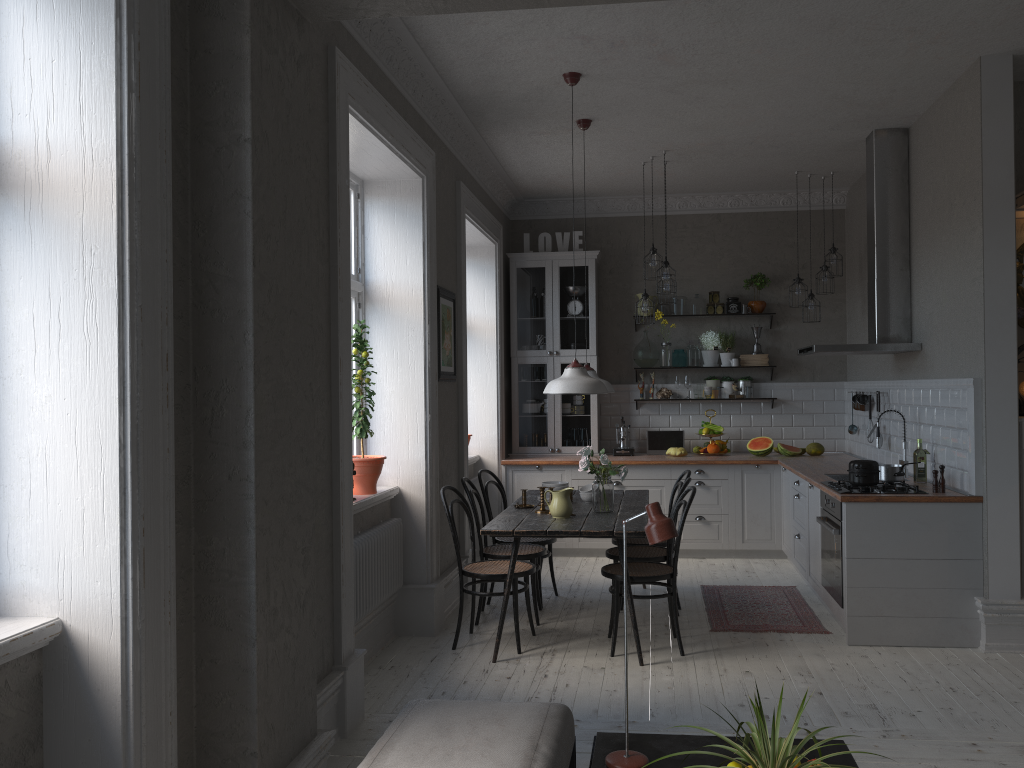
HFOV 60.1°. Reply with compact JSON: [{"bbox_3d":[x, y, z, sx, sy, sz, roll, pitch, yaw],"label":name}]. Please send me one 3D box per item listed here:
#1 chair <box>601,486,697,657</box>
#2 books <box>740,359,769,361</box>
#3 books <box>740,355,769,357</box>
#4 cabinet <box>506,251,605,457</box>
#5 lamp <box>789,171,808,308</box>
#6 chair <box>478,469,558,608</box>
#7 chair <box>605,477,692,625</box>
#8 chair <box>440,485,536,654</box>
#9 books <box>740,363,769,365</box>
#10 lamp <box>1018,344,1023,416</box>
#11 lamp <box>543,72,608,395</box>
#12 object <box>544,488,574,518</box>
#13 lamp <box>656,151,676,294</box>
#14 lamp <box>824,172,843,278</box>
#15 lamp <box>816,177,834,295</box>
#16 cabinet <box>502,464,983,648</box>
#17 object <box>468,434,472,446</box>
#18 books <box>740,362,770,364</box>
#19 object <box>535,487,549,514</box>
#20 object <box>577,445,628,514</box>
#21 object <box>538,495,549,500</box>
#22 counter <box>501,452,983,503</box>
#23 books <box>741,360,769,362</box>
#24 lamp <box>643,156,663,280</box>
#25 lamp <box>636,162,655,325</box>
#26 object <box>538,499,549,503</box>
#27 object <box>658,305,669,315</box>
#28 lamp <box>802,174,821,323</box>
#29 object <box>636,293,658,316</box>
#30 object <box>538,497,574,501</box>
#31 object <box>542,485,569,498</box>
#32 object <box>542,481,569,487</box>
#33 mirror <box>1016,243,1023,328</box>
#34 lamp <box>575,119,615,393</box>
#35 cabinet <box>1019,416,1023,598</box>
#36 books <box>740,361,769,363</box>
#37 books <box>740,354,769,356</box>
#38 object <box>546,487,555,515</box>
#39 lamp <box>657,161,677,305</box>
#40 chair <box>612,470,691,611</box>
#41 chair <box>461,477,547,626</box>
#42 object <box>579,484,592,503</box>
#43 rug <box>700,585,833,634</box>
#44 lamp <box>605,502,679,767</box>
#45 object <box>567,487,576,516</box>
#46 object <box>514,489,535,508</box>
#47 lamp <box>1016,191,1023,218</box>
[{"bbox_3d":[0.784,1.049,5.074,0.547,0.920,0.439,-1,0,5],"label":"chair"},{"bbox_3d":[2.279,-0.227,8.325,0.259,0.011,0.159,-1,0,10],"label":"books"},{"bbox_3d":[2.279,-0.259,8.326,0.258,0.016,0.159,-1,0,16],"label":"books"},{"bbox_3d":[0.419,-0.263,8.397,0.875,1.921,0.390,-1,0,7],"label":"cabinet"},{"bbox_3d":[2.418,-1.521,7.509,0.143,1.735,0.150,-1,0,40],"label":"lamp"},{"bbox_3d":[0.044,1.064,6.231,0.542,0.920,0.444,-1,0,20],"label":"chair"},{"bbox_3d":[0.865,1.051,5.606,0.543,0.920,0.442,-1,0,15],"label":"chair"},{"bbox_3d":[-0.134,1.061,5.197,0.543,0.920,0.442,-1,0,15],"label":"chair"},{"bbox_3d":[2.280,-0.183,8.325,0.258,0.011,0.159,-1,0,13],"label":"books"},{"bbox_3d":[3.081,0.023,5.160,0.445,0.558,0.173,-1,0,15],"label":"lamp"},{"bbox_3d":[0.359,-0.868,5.137,0.387,1.858,0.371,0,0,-45],"label":"lamp"},{"bbox_3d":[0.283,0.698,5.203,0.152,0.170,0.133,0,0,-31],"label":"object"},{"bbox_3d":[1.175,-1.563,6.811,0.150,1.735,0.144,0,0,-35],"label":"lamp"},{"bbox_3d":[2.729,-1.782,7.544,0.149,1.735,0.144,-1,0,-20],"label":"lamp"},{"bbox_3d":[2.716,-1.653,7.717,0.150,1.735,0.143,0,0,-40],"label":"lamp"},{"bbox_3d":[1.814,1.075,6.902,2.029,0.854,4.109,0,0,-36],"label":"cabinet"},{"bbox_3d":[-0.467,0.221,7.476,0.255,0.813,0.265,-1,0,35],"label":"object"},{"bbox_3d":[2.279,-0.194,8.325,0.257,0.016,0.160,-1,0,20],"label":"books"},{"bbox_3d":[0.186,0.700,5.407,0.097,0.172,0.095,-1,0,-11],"label":"object"},{"bbox_3d":[0.551,0.573,5.379,0.310,0.414,0.252,-1,0,6],"label":"object"},{"bbox_3d":[0.289,0.756,5.868,0.233,0.027,0.242,-1,0,31],"label":"object"},{"bbox_3d":[1.340,0.670,6.810,3.145,0.039,3.408,-1,0,8],"label":"counter"},{"bbox_3d":[2.279,-0.215,8.325,0.258,0.011,0.159,-1,0,13],"label":"books"},{"bbox_3d":[1.104,-1.692,6.981,0.147,1.735,0.146,-1,0,-5],"label":"lamp"},{"bbox_3d":[1.067,-1.351,7.144,0.149,1.735,0.144,-1,0,-25],"label":"lamp"},{"bbox_3d":[0.289,0.773,5.868,0.233,0.027,0.241,-1,0,26],"label":"object"},{"bbox_3d":[1.444,-0.693,8.422,0.103,0.111,0.104,-1,0,7],"label":"object"},{"bbox_3d":[2.568,-1.399,7.626,0.149,1.735,0.144,-1,0,-20],"label":"lamp"},{"bbox_3d":[1.276,-0.745,8.383,0.188,0.216,0.175,-1,0,21],"label":"object"},{"bbox_3d":[0.289,0.764,5.868,0.241,0.027,0.233,-1,0,-24],"label":"object"},{"bbox_3d":[0.288,0.720,5.868,0.180,0.094,0.179,-1,0,-1],"label":"object"},{"bbox_3d":[0.287,0.700,5.868,0.180,0.094,0.179,-1,0,-1],"label":"object"},{"bbox_3d":[3.200,-0.606,5.279,0.530,0.593,0.071,-1,0,7],"label":"mirror"},{"bbox_3d":[0.500,-0.865,6.025,0.375,1.858,0.383,-1,0,15],"label":"lamp"},{"bbox_3d":[3.170,0.832,5.049,0.663,1.297,0.386,-1,0,7],"label":"cabinet"},{"bbox_3d":[2.280,-0.205,8.325,0.258,0.016,0.159,-1,0,16],"label":"books"},{"bbox_3d":[2.279,-0.269,8.326,0.258,0.011,0.159,-1,0,13],"label":"books"},{"bbox_3d":[0.234,0.699,5.329,0.061,0.172,0.063,-1,0,29],"label":"object"},{"bbox_3d":[1.237,-1.512,7.121,0.147,1.735,0.146,-1,0,-5],"label":"lamp"},{"bbox_3d":[0.959,1.053,6.084,0.547,0.920,0.439,-1,0,5],"label":"chair"},{"bbox_3d":[-0.050,1.063,5.750,0.547,0.920,0.439,-1,0,5],"label":"chair"},{"bbox_3d":[0.509,0.725,5.885,0.123,0.119,0.129,-1,0,24],"label":"object"},{"bbox_3d":[1.655,1.494,5.950,0.732,0.014,1.296,-1,0,9],"label":"rug"},{"bbox_3d":[0.401,0.786,2.774,0.246,0.839,0.141,-1,0,43],"label":"lamp"},{"bbox_3d":[0.351,0.699,5.279,0.058,0.167,0.060,-1,0,21],"label":"object"},{"bbox_3d":[0.079,0.732,5.662,0.140,0.112,0.138,-1,0,-10],"label":"object"},{"bbox_3d":[3.185,-1.087,5.201,0.414,0.171,0.221,-1,0,7],"label":"lamp"}]
